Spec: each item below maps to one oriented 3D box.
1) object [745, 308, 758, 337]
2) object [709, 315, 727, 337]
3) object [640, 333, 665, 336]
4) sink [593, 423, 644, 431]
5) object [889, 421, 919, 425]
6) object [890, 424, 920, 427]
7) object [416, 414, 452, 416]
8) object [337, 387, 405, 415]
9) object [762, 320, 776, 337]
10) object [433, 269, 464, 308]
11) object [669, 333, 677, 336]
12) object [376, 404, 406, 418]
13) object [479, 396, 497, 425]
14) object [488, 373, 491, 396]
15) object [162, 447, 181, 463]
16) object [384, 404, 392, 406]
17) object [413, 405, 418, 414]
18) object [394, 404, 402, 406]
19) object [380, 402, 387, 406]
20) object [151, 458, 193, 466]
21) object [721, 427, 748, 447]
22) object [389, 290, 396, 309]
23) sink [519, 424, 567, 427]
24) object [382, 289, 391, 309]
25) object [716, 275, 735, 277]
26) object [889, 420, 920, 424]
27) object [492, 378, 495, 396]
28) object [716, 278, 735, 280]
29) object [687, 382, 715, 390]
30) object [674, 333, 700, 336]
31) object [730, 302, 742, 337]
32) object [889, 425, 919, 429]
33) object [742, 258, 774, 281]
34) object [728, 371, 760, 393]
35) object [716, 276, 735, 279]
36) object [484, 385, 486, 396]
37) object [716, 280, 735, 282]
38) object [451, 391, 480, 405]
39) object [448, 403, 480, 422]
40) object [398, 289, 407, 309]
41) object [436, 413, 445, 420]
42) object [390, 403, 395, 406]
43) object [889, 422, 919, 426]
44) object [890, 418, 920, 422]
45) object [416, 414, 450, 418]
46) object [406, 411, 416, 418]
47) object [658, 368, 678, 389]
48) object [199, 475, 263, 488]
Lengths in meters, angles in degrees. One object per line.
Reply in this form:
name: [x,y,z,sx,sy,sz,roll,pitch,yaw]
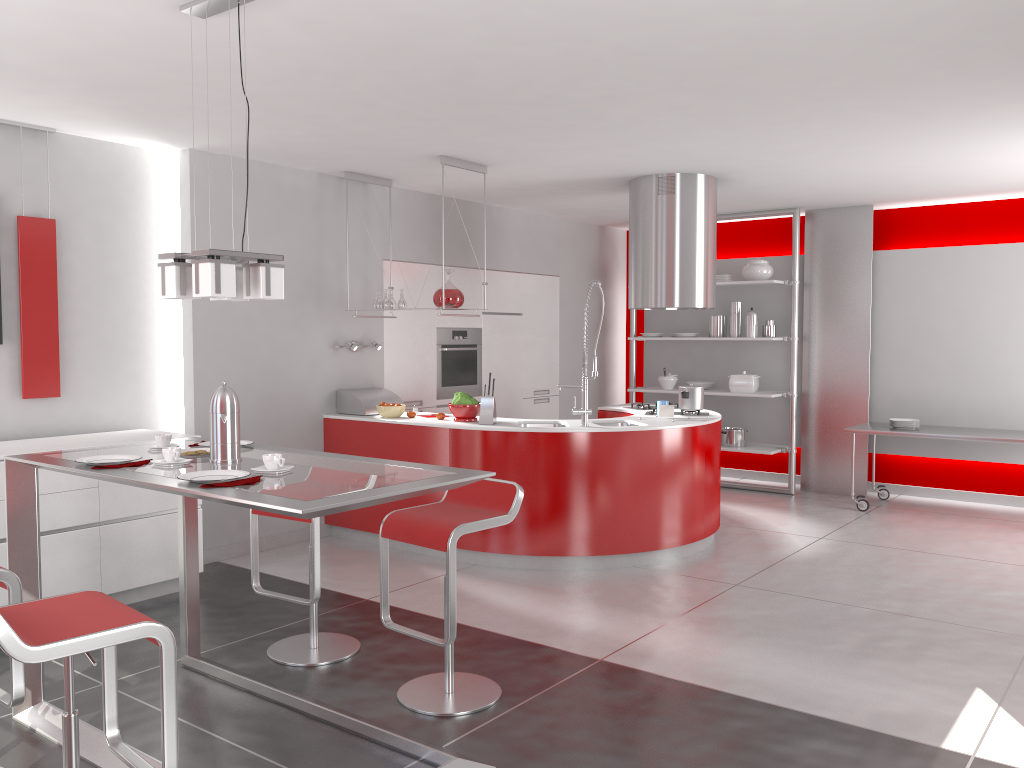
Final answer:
object: [2.188,-0.561,8.097,0.115,0.274,0.115,2,4,30]
object: [1.945,-0.544,8.399,0.184,0.205,0.172,3,4,42]
object: [1.385,-0.480,8.761,0.244,0.042,0.244,1,3,22]
sink: [0.682,0.360,5.790,0.326,0.172,0.428,-1,3,-14]
object: [3.251,0.327,7.348,0.228,0.020,0.228,1,3,19]
object: [3.251,0.347,7.350,0.228,0.020,0.228,1,3,19]
object: [-0.509,0.220,6.250,0.375,0.008,0.041,1,3,14]
object: [-1.034,0.124,6.523,0.300,0.170,0.400,2,4,37]
object: [2.375,-0.508,8.193,0.127,0.157,0.127,-3,4,-42]
object: [-0.430,-0.641,6.012,0.213,0.266,0.213,-1,3,-25]
object: [1.688,-0.483,8.810,0.244,0.042,0.244,2,4,29]
object: [-0.844,0.192,6.188,0.201,0.086,0.201,2,4,38]
object: [-0.157,0.166,5.710,0.091,0.178,0.137,1,3,10]
object: [-0.151,0.089,5.733,0.014,0.322,0.150,0,3,8]
object: [-1.184,0.249,3.084,0.062,0.049,0.078,-1,3,-13]
object: [-0.862,0.161,6.178,0.065,0.052,0.062,1,3,22]
object: [-0.703,0.185,6.461,0.042,0.066,0.043,-3,4,-40]
object: [-0.797,0.161,6.181,0.062,0.049,0.066,-3,4,-45]
object: [-0.898,0.154,6.228,0.055,0.058,0.066,1,3,23]
object: [-1.186,0.272,3.093,0.119,0.016,0.119,2,4,35]
object: [2.091,0.501,8.368,0.240,0.161,0.259,1,3,20]
object: [-0.845,-0.592,6.251,0.060,0.141,0.060,2,4,37]
sink: [0.200,0.363,5.725,0.326,0.172,0.428,0,3,-2]
object: [-0.875,-0.588,6.171,0.060,0.141,0.060,1,3,14]
object: [1.990,-1.012,8.397,0.200,0.030,0.200,2,4,37]
object: [3.251,0.316,7.348,0.228,0.020,0.228,1,3,19]
object: [-0.125,0.105,5.720,0.012,0.279,0.130,0,3,8]
object: [1.990,-0.981,8.398,0.200,0.030,0.200,2,4,37]
object: [1.846,0.019,8.680,0.272,0.072,0.272,0,3,1]
object: [1.680,-0.467,8.520,0.244,0.042,0.244,1,3,22]
object: [2.079,-0.596,8.239,0.109,0.329,0.110,2,4,35]
object: [3.251,0.357,7.350,0.228,0.020,0.228,1,3,19]
object: [2.278,-1.052,8.217,0.287,0.222,0.287,0,3,-9]
object: [2.175,-0.023,8.312,0.282,0.197,0.235,2,3,27]
object: [1.990,-0.996,8.398,0.200,0.030,0.200,2,4,37]
object: [-0.179,0.103,5.730,0.009,0.197,0.091,0,3,8]
object: [1.990,-0.965,8.399,0.200,0.030,0.200,2,4,37]
object: [-0.301,0.135,5.901,0.198,0.182,0.193,3,4,43]
object: [-0.310,0.188,5.910,0.229,0.118,0.228,0,3,8]
object: [-0.765,-0.589,6.192,0.060,0.141,0.060,2,4,37]
object: [-0.483,0.218,6.013,0.064,0.048,0.063,1,3,15]
object: [-0.836,0.158,6.235,0.066,0.049,0.062,2,4,34]
object: [3.251,0.337,7.349,0.228,0.020,0.228,1,3,19]
object: [3.251,0.306,7.347,0.228,0.020,0.228,1,3,19]
object: [-0.563,0.225,6.269,0.168,0.006,0.266,-2,3,-26]
object: [-0.699,0.213,6.152,0.065,0.047,0.063,2,4,37]
object: [1.534,-0.055,8.728,0.192,0.214,0.192,1,3,24]
object: [-0.817,0.296,2.670,0.095,0.012,0.234,2,4,36]
